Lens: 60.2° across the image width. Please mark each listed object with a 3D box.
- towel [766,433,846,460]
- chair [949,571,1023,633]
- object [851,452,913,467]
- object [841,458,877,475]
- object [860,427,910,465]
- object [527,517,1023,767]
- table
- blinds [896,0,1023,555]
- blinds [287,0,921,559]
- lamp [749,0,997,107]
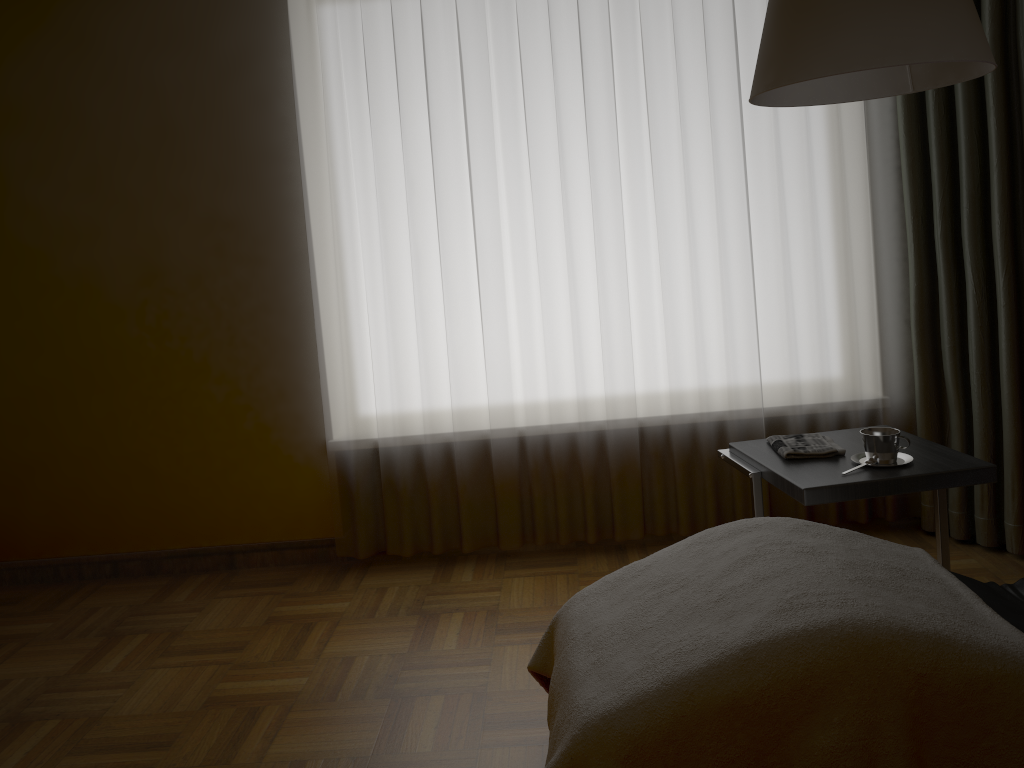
[{"bbox_3d":[0.825,0.173,2.484,0.178,0.035,0.243,-4,9,7],"label":"towel"},{"bbox_3d":[0.983,0.413,1.690,1.787,0.792,0.641,-5,6,3],"label":"chair"},{"bbox_3d":[0.958,0.197,2.289,0.150,0.009,0.151,-4,9,8],"label":"object"},{"bbox_3d":[0.875,0.206,2.231,0.124,0.019,0.029,-10,9,-28],"label":"object"},{"bbox_3d":[0.962,0.161,2.286,0.110,0.078,0.099,-5,7,4],"label":"object"},{"bbox_3d":[0.471,0.601,1.743,0.908,0.516,0.926,-5,8,3],"label":"object"},{"bbox_3d":[0.922,0.209,2.404,0.499,0.045,0.522,-6,9,-6],"label":"table"},{"bbox_3d":[1.876,-0.652,2.551,0.226,2.436,1.533,-9,6,-42],"label":"blinds"},{"bbox_3d":[0.328,-0.555,3.204,2.194,2.276,0.093,-5,4,3],"label":"blinds"},{"bbox_3d":[1.218,-0.157,1.718,1.413,1.954,0.455,-4,4,7],"label":"lamp"}]
